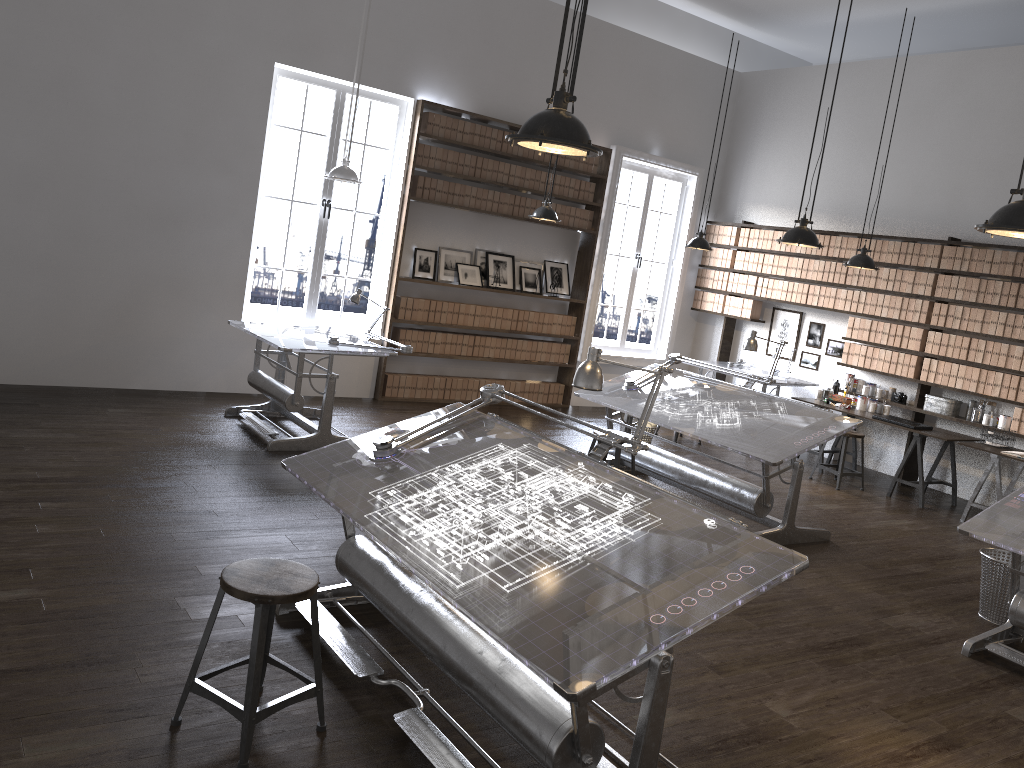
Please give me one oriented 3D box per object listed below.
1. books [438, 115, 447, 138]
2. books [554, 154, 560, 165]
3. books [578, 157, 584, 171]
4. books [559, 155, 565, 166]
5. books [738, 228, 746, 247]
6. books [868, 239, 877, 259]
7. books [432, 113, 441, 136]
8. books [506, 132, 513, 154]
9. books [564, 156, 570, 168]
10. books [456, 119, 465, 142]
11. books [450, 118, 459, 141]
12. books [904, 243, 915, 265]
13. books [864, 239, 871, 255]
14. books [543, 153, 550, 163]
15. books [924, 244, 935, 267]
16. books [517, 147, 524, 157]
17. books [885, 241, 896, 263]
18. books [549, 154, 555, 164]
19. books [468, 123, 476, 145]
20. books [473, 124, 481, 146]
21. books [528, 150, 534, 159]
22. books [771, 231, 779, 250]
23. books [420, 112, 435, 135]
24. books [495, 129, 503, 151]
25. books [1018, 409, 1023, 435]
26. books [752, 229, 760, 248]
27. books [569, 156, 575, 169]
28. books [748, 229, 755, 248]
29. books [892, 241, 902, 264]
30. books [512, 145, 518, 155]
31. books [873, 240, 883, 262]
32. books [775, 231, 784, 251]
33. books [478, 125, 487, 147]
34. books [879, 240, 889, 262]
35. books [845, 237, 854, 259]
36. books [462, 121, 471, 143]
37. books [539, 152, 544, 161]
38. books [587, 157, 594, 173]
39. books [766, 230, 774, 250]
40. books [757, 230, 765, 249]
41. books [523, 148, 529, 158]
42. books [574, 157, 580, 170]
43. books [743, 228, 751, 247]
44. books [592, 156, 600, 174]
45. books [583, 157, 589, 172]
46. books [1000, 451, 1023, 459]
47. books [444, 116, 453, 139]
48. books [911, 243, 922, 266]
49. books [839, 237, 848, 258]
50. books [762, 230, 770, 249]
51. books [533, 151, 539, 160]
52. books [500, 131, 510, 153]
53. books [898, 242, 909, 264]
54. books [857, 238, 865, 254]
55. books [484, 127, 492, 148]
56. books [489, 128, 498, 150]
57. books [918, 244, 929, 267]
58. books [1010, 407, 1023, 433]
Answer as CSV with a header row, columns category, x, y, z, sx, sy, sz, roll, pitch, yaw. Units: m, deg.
category,x,y,z,sx,sy,sz,roll,pitch,yaw
books,-0.742,-2.593,8.937,0.066,0.224,0.176,5,8,-35
books,0.453,-2.529,9.788,0.066,0.224,0.176,5,8,-35
books,0.735,-2.513,9.980,0.067,0.224,0.176,5,8,-35
books,0.511,-2.526,9.827,0.066,0.224,0.176,5,8,-35
books,2.811,-1.745,10.618,0.174,0.224,0.067,4,7,-35
books,3.785,-1.378,9.197,0.174,0.225,0.067,4,7,-35
books,-0.799,-2.595,8.892,0.066,0.224,0.176,5,8,-35
books,-0.060,-2.557,9.425,0.066,0.224,0.176,5,8,-35
books,0.570,-2.522,9.864,0.067,0.224,0.176,5,8,-35
books,-0.571,-2.583,9.056,0.067,0.224,0.176,5,8,-35
books,-0.630,-2.587,9.019,0.066,0.224,0.176,5,8,-35
books,4.021,-1.290,8.860,0.174,0.224,0.067,4,7,-35
books,3.745,-1.393,9.257,0.174,0.224,0.067,4,7,-35
books,0.341,-2.534,9.700,0.066,0.224,0.176,5,8,-35
books,4.140,-1.245,8.685,0.174,0.224,0.067,4,7,-35
books,0.055,-2.550,9.501,0.066,0.224,0.176,5,8,-35
books,3.904,-1.334,9.028,0.174,0.224,0.067,4,7,-35
books,0.398,-2.531,9.745,0.066,0.224,0.176,5,8,-35
books,-0.462,-2.578,9.137,0.066,0.224,0.176,5,8,-35
books,-0.405,-2.574,9.172,0.067,0.224,0.176,5,8,-35
books,0.167,-2.544,9.584,0.066,0.224,0.176,5,8,-35
books,3.088,-1.641,10.214,0.174,0.224,0.067,4,7,-35
books,-0.858,-2.598,8.850,0.067,0.224,0.176,5,8,-35
books,-0.181,-2.563,9.339,0.066,0.224,0.176,5,8,-35
books,4.588,0.340,7.859,0.174,0.224,0.067,4,7,-35
books,2.931,-1.699,10.436,0.174,0.224,0.067,4,7,-35
books,0.628,-2.519,9.908,0.066,0.224,0.176,5,8,-35
books,2.895,-1.714,10.497,0.174,0.224,0.067,4,7,-35
books,3.941,-1.319,8.967,0.174,0.224,0.067,4,7,-35
books,-0.002,-2.552,9.457,0.066,0.224,0.176,5,8,-35
books,3.827,-1.363,9.142,0.174,0.224,0.067,4,7,-35
books,3.121,-1.628,10.162,0.174,0.224,0.067,4,7,-35
books,-0.354,-2.572,9.215,0.066,0.224,0.176,5,8,-35
books,3.868,-1.349,9.087,0.174,0.224,0.067,4,7,-35
books,3.637,-1.435,9.419,0.174,0.224,0.067,4,7,-35
books,-0.513,-2.580,9.099,0.066,0.224,0.176,5,8,-35
books,0.282,-2.537,9.659,0.067,0.224,0.176,5,8,-35
books,0.845,-2.508,10.065,0.066,0.224,0.176,5,8,-35
books,3.046,-1.655,10.265,0.174,0.225,0.067,4,7,-35
books,2.974,-1.684,10.381,0.174,0.224,0.067,4,7,-35
books,0.109,-2.548,9.545,0.066,0.224,0.176,5,8,-35
books,0.678,-2.517,9.945,0.066,0.224,0.176,5,8,-35
books,2.848,-1.730,10.554,0.174,0.225,0.067,4,7,-35
books,0.904,-2.504,10.102,0.066,0.224,0.176,5,8,-35
books,0.787,-2.511,10.024,0.066,0.224,0.176,5,8,-35
books,4.301,0.605,7.366,0.255,0.029,0.357,3,10,-35
books,-0.688,-2.591,8.980,0.066,0.224,0.176,5,8,-35
books,4.063,-1.275,8.800,0.174,0.224,0.067,4,7,-35
books,3.598,-1.450,9.476,0.174,0.224,0.067,4,7,-35
books,3.013,-1.669,10.323,0.174,0.224,0.067,4,7,-35
books,0.228,-2.541,9.626,0.066,0.224,0.176,5,8,-35
books,-0.117,-2.559,9.377,0.067,0.224,0.176,5,8,-35
books,3.982,-1.304,8.909,0.174,0.225,0.067,4,7,-35
books,3.712,-1.407,9.309,0.174,0.224,0.067,4,7,-35
books,-0.296,-2.569,9.256,0.066,0.224,0.176,5,8,-35
books,-0.236,-2.565,9.294,0.066,0.224,0.176,5,8,-35
books,4.104,-1.260,8.744,0.174,0.224,0.067,4,7,-35
books,4.546,0.325,7.911,0.174,0.225,0.067,4,7,-35
